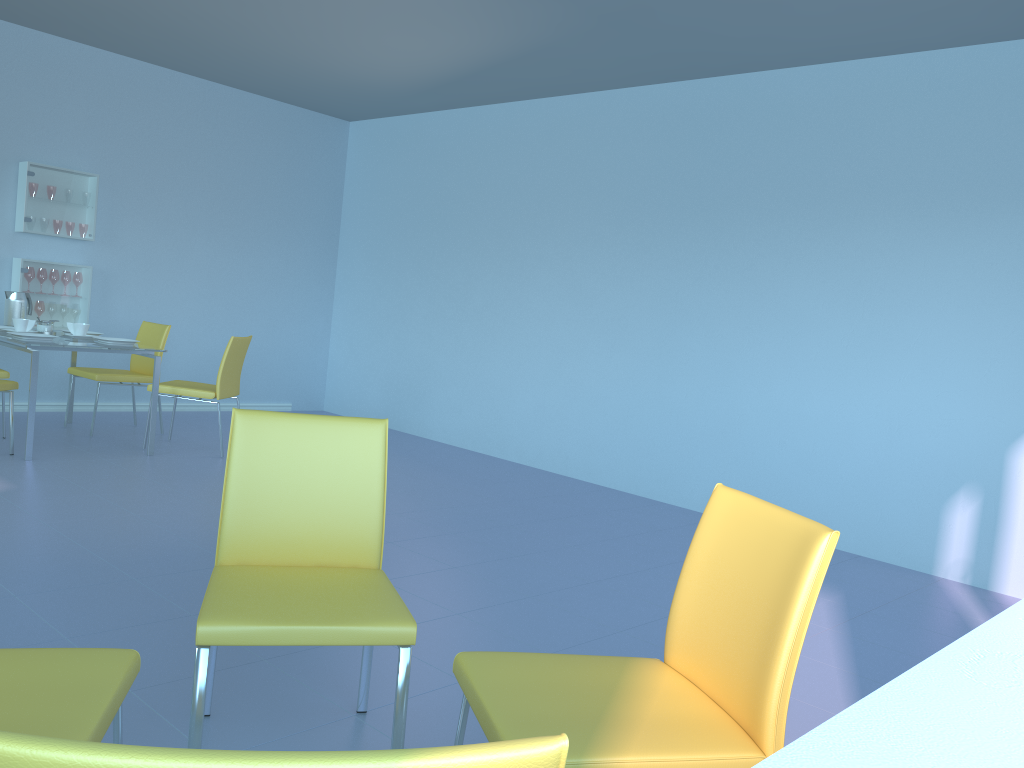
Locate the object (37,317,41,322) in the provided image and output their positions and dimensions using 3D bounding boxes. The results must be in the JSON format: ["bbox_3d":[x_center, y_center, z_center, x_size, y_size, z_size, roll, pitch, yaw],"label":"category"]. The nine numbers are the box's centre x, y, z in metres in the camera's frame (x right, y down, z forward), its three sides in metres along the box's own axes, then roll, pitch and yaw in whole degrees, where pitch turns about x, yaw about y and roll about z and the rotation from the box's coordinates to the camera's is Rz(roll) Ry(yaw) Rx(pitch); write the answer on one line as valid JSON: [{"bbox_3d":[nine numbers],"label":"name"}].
[{"bbox_3d":[-2.724,-0.348,5.132,0.023,0.079,0.077,7,4,8],"label":"object"}]

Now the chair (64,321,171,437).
[{"bbox_3d":[-2.462,-0.052,5.572,0.387,0.695,0.484,9,5,40],"label":"chair"}]

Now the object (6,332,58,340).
[{"bbox_3d":[-2.560,-0.254,4.737,0.228,0.020,0.228,9,5,39],"label":"object"}]

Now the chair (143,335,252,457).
[{"bbox_3d":[-1.834,0.038,5.237,0.484,0.695,0.387,6,4,1],"label":"chair"}]

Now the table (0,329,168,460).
[{"bbox_3d":[-2.618,0.024,5.076,1.173,0.590,0.730,10,5,42],"label":"table"}]

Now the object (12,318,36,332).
[{"bbox_3d":[-2.738,-0.321,4.957,0.111,0.083,0.091,8,4,24],"label":"object"}]

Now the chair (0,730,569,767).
[{"bbox_3d":[-0.210,0.528,0.752,0.387,0.695,0.484,5,4,-11],"label":"chair"}]

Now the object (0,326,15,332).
[{"bbox_3d":[-2.939,-0.318,5.077,0.228,0.020,0.228,10,6,44],"label":"object"}]

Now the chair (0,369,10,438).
[{"bbox_3d":[-3.106,-0.074,4.911,0.484,0.695,0.387,2,6,-45],"label":"chair"}]

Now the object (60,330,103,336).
[{"bbox_3d":[-2.625,-0.308,5.408,0.228,0.020,0.228,9,5,39],"label":"object"}]

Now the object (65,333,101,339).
[{"bbox_3d":[-2.513,-0.276,5.127,0.194,0.020,0.190,8,4,23],"label":"object"}]

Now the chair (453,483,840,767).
[{"bbox_3d":[0.182,0.523,1.411,0.484,0.695,0.387,5,4,-16],"label":"chair"}]

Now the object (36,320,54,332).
[{"bbox_3d":[-2.720,-0.332,5.165,0.090,0.071,0.087,7,4,8],"label":"object"}]

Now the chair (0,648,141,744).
[{"bbox_3d":[-0.785,0.440,1.163,0.484,0.699,0.387,5,4,-11],"label":"chair"}]

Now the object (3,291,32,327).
[{"bbox_3d":[-2.977,-0.441,5.325,0.132,0.222,0.146,6,4,-5],"label":"object"}]

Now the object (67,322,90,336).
[{"bbox_3d":[-2.506,-0.309,5.138,0.111,0.083,0.091,7,4,14],"label":"object"}]

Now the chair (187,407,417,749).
[{"bbox_3d":[-0.426,0.431,1.808,0.387,0.695,0.484,5,4,-16],"label":"chair"}]

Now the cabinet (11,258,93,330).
[{"bbox_3d":[-3.084,-0.591,5.943,0.173,0.450,0.450,10,5,42],"label":"cabinet"}]

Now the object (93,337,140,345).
[{"bbox_3d":[-2.263,-0.246,5.072,0.228,0.020,0.228,9,5,39],"label":"object"}]

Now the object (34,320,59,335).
[{"bbox_3d":[-2.708,-0.332,5.183,0.123,0.081,0.166,9,5,34],"label":"object"}]

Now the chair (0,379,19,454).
[{"bbox_3d":[-2.784,-0.001,4.372,0.484,0.695,0.387,6,4,6],"label":"chair"}]

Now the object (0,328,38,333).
[{"bbox_3d":[-2.736,-0.288,4.972,0.194,0.020,0.190,9,5,33],"label":"object"}]

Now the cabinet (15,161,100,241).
[{"bbox_3d":[-3.018,-1.206,5.900,0.173,0.450,0.450,10,5,42],"label":"cabinet"}]
